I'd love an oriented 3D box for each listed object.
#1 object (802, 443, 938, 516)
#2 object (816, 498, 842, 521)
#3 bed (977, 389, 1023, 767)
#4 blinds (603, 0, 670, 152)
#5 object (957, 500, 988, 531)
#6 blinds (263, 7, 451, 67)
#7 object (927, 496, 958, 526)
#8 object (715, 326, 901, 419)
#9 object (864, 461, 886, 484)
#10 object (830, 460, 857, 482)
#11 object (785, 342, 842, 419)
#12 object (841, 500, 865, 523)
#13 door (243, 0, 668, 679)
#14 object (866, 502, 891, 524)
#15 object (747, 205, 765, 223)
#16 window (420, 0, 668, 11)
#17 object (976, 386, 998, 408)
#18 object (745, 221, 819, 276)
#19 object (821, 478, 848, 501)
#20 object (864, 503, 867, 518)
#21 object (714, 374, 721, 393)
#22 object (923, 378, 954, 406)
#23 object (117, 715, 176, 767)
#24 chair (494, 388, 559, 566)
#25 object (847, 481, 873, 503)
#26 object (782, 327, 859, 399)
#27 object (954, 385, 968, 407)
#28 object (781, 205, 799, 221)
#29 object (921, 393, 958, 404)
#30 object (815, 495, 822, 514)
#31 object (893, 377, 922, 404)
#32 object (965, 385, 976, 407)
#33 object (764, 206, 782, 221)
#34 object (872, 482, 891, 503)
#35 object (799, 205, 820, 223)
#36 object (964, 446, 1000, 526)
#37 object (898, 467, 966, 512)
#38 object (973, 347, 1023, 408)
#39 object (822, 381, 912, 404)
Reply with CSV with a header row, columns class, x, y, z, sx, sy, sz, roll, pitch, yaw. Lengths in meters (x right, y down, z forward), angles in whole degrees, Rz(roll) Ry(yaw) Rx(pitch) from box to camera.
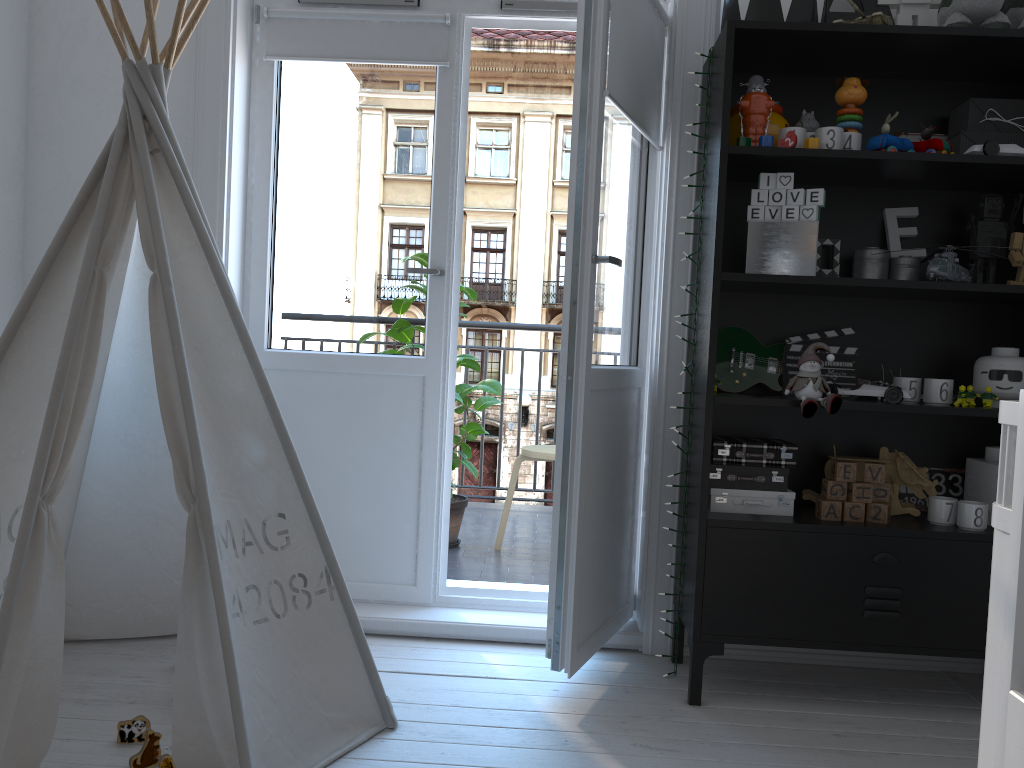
class,x,y,z,sx,sy,sz,roll,pitch,yaw
object,0.962,0.258,2.387,0.337,0.186,0.111,3,2,17
object,0.808,0.320,2.262,0.050,0.050,0.050,3,2,2
bed,0.957,0.456,0.581,0.670,0.833,1.403,3,2,2
blinds,0.343,-0.881,2.361,0.032,0.390,0.565,4,2,22
object,1.149,0.329,2.213,0.067,0.067,0.067,3,2,16
blinds,-0.468,-1.046,2.672,0.565,0.158,0.032,3,2,2
object,1.102,0.325,2.270,0.067,0.067,0.067,3,2,16
object,0.798,-0.032,2.443,0.542,0.239,0.093,3,2,3
object,0.928,0.227,2.268,0.050,0.050,0.050,4,2,22
object,0.848,0.223,2.269,0.050,0.050,0.050,3,2,2
object,0.736,-0.010,2.153,0.110,0.186,0.129,2,2,-11
object,0.866,0.323,2.260,0.050,0.050,0.050,3,2,7
door,-0.220,-0.222,2.465,1.263,1.839,0.636,3,2,4
object,0.933,0.327,2.257,0.050,0.050,0.050,4,2,32
object,0.615,-0.427,2.237,0.040,0.040,0.040,3,2,17
window,-0.141,-1.476,2.662,1.263,0.660,0.101,3,2,2
object,1.187,0.033,2.215,0.031,0.054,0.042,1,3,-42
object,0.686,-0.336,2.255,0.170,0.138,0.124,3,2,17
object,0.828,0.271,2.280,0.050,0.050,0.050,3,2,2
object,0.943,0.325,2.315,0.050,0.050,0.050,3,2,2
object,0.539,-0.003,2.378,0.042,0.054,0.031,3,2,12
object,1.080,0.021,2.249,0.067,0.067,0.067,3,2,16
object,-0.627,0.614,1.893,0.385,0.284,0.856,3,2,-6
chair,0.237,0.352,3.743,0.498,0.716,0.436,1,3,-43
object,0.884,0.275,2.257,0.050,0.050,0.050,3,2,2
object,0.839,-0.060,2.413,0.201,0.199,0.048,3,2,2
object,1.114,0.030,2.194,0.042,0.054,0.031,1,3,-37
object,0.694,-0.422,2.212,0.040,0.040,0.040,3,2,17
object,1.131,0.034,2.404,0.163,0.034,0.069,3,2,2
object,0.825,0.320,2.316,0.050,0.050,0.050,3,2,2
object,1.023,0.016,2.298,0.067,0.067,0.067,3,2,16
object,1.158,0.031,2.246,0.042,0.054,0.031,3,2,2
object,0.655,-0.425,2.233,0.040,0.040,0.040,3,2,7
object,0.939,0.276,2.282,0.050,0.050,0.050,3,2,2
object,0.738,-0.420,2.198,0.040,0.040,0.040,4,2,32
object,1.292,0.268,2.286,0.132,0.199,0.267,3,2,2
object,1.116,0.291,2.471,0.347,0.120,0.034,3,2,2
object,1.269,-0.013,2.290,0.139,0.162,0.139,2,2,-23
object,0.895,0.021,2.264,0.230,0.048,0.098,4,2,27
